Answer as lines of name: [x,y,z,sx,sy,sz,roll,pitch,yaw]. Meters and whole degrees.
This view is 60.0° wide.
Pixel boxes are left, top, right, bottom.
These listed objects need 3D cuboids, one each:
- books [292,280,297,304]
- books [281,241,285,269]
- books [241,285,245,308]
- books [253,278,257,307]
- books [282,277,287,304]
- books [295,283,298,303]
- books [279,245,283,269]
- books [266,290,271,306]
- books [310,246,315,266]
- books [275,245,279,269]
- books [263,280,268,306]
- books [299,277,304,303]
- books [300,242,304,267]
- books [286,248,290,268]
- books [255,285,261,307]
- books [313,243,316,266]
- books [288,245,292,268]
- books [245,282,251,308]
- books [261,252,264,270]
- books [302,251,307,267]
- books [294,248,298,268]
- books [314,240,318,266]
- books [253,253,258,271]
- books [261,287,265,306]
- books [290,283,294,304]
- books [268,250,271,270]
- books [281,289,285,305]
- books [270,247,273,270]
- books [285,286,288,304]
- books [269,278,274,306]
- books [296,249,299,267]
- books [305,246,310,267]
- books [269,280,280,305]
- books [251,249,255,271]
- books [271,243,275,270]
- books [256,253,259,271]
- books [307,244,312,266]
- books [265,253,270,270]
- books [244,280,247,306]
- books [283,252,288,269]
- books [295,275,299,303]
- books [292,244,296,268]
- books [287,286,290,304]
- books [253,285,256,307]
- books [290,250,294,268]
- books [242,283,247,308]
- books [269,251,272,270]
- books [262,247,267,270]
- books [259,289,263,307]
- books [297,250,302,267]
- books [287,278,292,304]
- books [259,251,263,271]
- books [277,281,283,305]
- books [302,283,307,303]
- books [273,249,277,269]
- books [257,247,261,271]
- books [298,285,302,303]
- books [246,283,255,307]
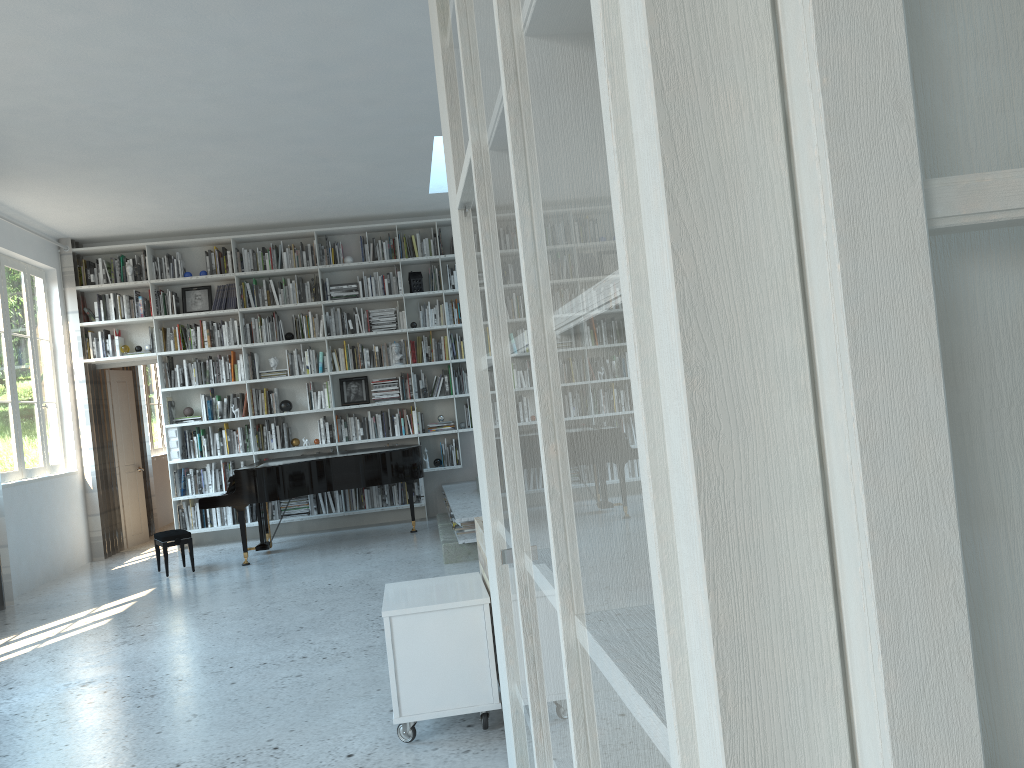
books: [-2.275,-0.947,9.313,0.028,0.261,0.135,-6,0,-7]
books: [-2.393,-1.332,9.305,0.014,0.315,0.166,-6,0,-7]
books: [-2.794,-0.892,9.233,0.023,0.256,0.174,-6,0,-7]
books: [-2.667,-0.934,9.251,0.012,0.315,0.171,-6,0,-7]
books: [-2.376,-0.961,9.295,0.012,0.308,0.145,-6,0,-7]
books: [-2.253,-0.935,9.312,0.013,0.231,0.141,-6,0,-7]
books: [-2.422,-1.308,9.288,0.052,0.273,0.172,-6,0,-7]
books: [-2.535,-0.880,9.284,0.034,0.180,0.160,-6,0,-7]
books: [-2.087,-1.319,9.324,0.026,0.225,0.172,-6,0,-7]
books: [-2.454,-1.306,9.286,0.013,0.276,0.164,-6,0,-7]
books: [-2.567,-0.934,9.271,0.023,0.293,0.156,-6,0,-7]
books: [-2.205,-0.969,9.331,0.022,0.290,0.146,-6,0,-7]
books: [-2.195,-1.337,9.320,0.013,0.285,0.159,-6,0,-7]
books: [-2.339,-1.297,9.311,0.026,0.236,0.134,-6,0,-7]
books: [-2.642,-0.900,9.255,0.031,0.242,0.181,-6,0,-7]
books: [-2.070,-1.341,9.334,0.014,0.267,0.171,-6,0,-7]
books: [-2.321,-1.316,9.315,0.014,0.269,0.156,-6,0,-7]
books: [-2.754,-0.911,9.251,0.010,0.287,0.148,-6,0,-7]
books: [-2.599,-1.260,9.290,0.012,0.216,0.150,-6,0,-7]
books: [-2.167,-1.290,9.317,0.031,0.185,0.177,-6,0,-7]
books: [-2.257,-1.302,9.310,0.021,0.228,0.161,-6,0,-7]
books: [-2.051,-1.354,9.332,0.026,0.288,0.176,-6,0,-7]
books: [-2.664,-1.250,9.250,0.029,0.208,0.178,-6,0,-7]
books: [-2.589,-0.894,9.268,0.029,0.219,0.157,-6,0,-7]
books: [-2.295,-0.928,9.292,0.021,0.226,0.191,-6,0,-7]
books: [-2.529,-1.277,9.285,0.013,0.234,0.154,-6,0,-7]
books: [-2.389,-0.895,9.292,0.028,0.180,0.168,-6,0,-7]
books: [-2.504,-1.288,9.281,0.013,0.251,0.183,-6,0,-7]
books: [-2.357,-0.914,9.322,0.024,0.212,0.128,-6,0,-7]
books: [-2.519,-0.949,9.295,0.013,0.315,0.135,-6,0,-7]
books: [-2.238,-1.294,9.300,0.013,0.207,0.178,-6,0,-7]
books: [-2.143,-1.318,9.330,0.026,0.237,0.149,-6,0,-7]
books: [-2.471,-0.940,9.275,0.075,0.285,0.178,-6,0,-7]
books: [-2.688,-1.268,9.259,0.012,0.250,0.174,-6,0,-7]
books: [-2.496,-1.313,9.285,0.010,0.299,0.151,-6,0,-7]
books: [-2.644,-1.252,9.265,0.014,0.207,0.166,-6,0,-7]
books: [-2.118,-1.333,9.341,0.029,0.261,0.151,-6,0,-7]
books: [-2.549,-1.258,9.286,0.030,0.201,0.152,-6,0,-7]
books: [-2.770,-0.920,9.272,0.014,0.309,0.130,-6,0,-7]
books: [-2.364,-1.272,9.300,0.031,0.190,0.181,-6,0,-7]
books: [-2.244,-0.977,9.303,0.011,0.313,0.183,-6,0,-7]
books: [-2.276,-1.320,9.301,0.014,0.266,0.192,-6,0,-7]
books: [-2.336,-0.915,9.298,0.010,0.208,0.173,-6,0,-7]
books: [-2.676,-0.905,9.259,0.011,0.260,0.157,-6,0,-7]
books: [-2.298,-1.290,9.326,0.029,0.213,0.141,-6,0,-7]
books: [-2.779,-0.907,9.250,0.013,0.283,0.158,-6,0,-7]
books: [-2.514,-1.269,9.279,0.011,0.216,0.160,-6,0,-7]
books: [-2.582,-1.288,9.292,0.028,0.268,0.151,-6,0,-7]
books: [-2.615,-0.882,9.272,0.024,0.201,0.153,-6,0,-7]
books: [-2.218,-1.292,9.299,0.026,0.200,0.187,-6,0,-7]
books: [-2.324,-0.955,9.313,0.026,0.286,0.137,-6,0,-7]
books: [-2.619,-1.268,9.296,0.025,0.235,0.129,-6,0,-7]
books: [-2.421,-0.934,9.296,0.027,0.265,0.168,-6,0,-7]
books: [-2.173,-0.936,9.314,0.030,0.218,0.182,-6,0,-7]
books: [-2.474,-1.283,9.299,0.029,0.235,0.130,-6,0,-7]
books: [-2.635,-1.281,9.269,0.010,0.264,0.160,-6,0,-7]
books: [-2.223,-0.929,9.326,0.024,0.213,0.150,-6,0,-7]
books: [-2.716,-0.909,9.262,0.067,0.274,0.168,-6,0,-7]
